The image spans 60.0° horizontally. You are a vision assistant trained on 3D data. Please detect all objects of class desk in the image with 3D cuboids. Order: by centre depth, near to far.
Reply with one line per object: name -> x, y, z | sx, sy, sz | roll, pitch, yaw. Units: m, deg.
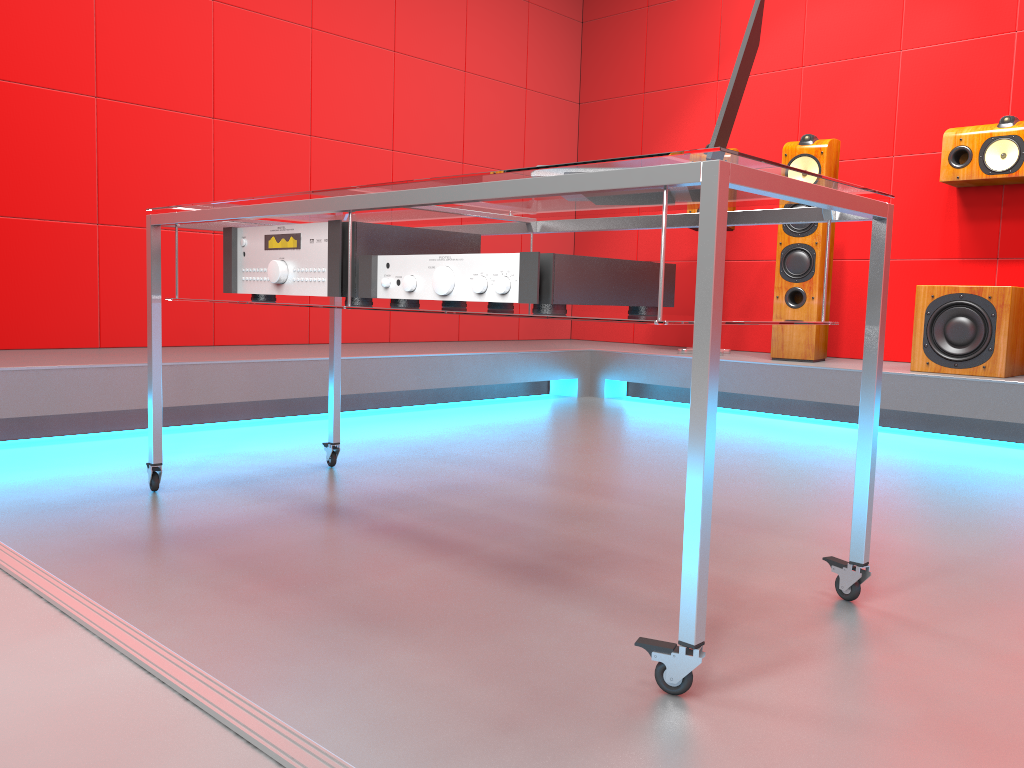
desk -> -0.152, -0.023, 1.835 | 1.617, 0.690, 0.594 | 7, 8, 43

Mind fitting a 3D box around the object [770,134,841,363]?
object -> 1.388, -0.636, 4.199 | 0.203, 1.052, 0.238 | 5, 7, 33

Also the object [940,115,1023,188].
object -> 2.173, -1.023, 3.869 | 0.493, 0.271, 0.235 | 7, 8, 43

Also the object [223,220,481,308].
object -> -0.352, -0.252, 1.920 | 0.431, 0.158, 0.371 | 7, 8, 43

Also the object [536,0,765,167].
object -> 0.238, -0.468, 1.491 | 0.340, 0.285, 0.342 | 3, 6, 13

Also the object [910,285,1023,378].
object -> 1.925, -0.225, 3.710 | 0.360, 0.360, 0.360 | 7, 8, 43

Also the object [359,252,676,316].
object -> 0.006, -0.176, 1.588 | 0.435, 0.092, 0.365 | 7, 8, 43

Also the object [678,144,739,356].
object -> 1.014, -0.684, 4.552 | 0.231, 1.058, 0.265 | 4, 6, 23
